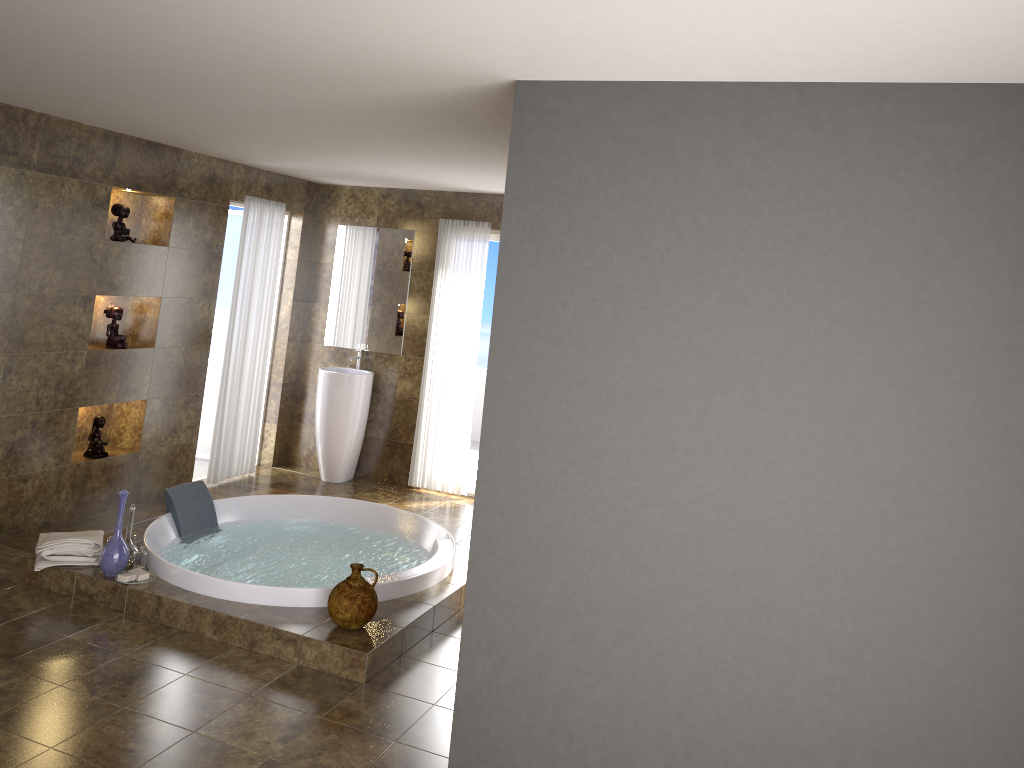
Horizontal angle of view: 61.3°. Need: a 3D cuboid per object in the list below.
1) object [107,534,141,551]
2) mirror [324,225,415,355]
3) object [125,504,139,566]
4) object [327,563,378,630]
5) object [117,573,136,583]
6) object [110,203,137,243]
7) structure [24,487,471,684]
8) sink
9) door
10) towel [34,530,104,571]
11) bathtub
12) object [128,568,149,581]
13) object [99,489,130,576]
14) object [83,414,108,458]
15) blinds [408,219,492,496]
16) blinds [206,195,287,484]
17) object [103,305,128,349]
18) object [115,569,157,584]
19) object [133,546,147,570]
[{"bbox_3d":[-2.092,0.873,4.651,0.170,0.076,0.169,6,4,2],"label":"object"},{"bbox_3d":[-1.255,-0.840,7.584,0.772,1.101,0.008,5,-6,21],"label":"mirror"},{"bbox_3d":[-1.997,0.783,4.505,0.131,0.311,0.127,3,-5,28],"label":"object"},{"bbox_3d":[-0.734,0.980,4.006,0.229,0.277,0.228,6,-1,-8],"label":"object"},{"bbox_3d":[-1.890,0.949,4.240,0.054,0.034,0.072,7,4,21],"label":"object"},{"bbox_3d":[-2.653,-1.100,5.907,0.153,0.269,0.120,4,-4,21],"label":"object"},{"bbox_3d":[-1.209,1.020,5.000,2.019,0.125,1.989,8,7,20],"label":"structure"},{"bbox_3d":[-1.435,0.234,7.258,0.461,1.146,0.428,3,-5,23],"label":"sink"},{"bbox_3d":[-2.621,-0.464,7.706,0.965,2.247,0.039,5,-6,11],"label":"door"},{"bbox_3d":[-2.308,0.851,4.516,0.318,0.151,0.341,4,5,-25],"label":"towel"},{"bbox_3d":[-1.210,1.012,5.000,1.731,0.526,1.768,1,7,-38],"label":"bathtub"},{"bbox_3d":[-1.859,0.949,4.303,0.102,0.032,0.060,9,5,36],"label":"object"},{"bbox_3d":[-1.988,0.745,4.363,0.137,0.424,0.133,3,-6,28],"label":"object"},{"bbox_3d":[-2.763,0.343,5.779,0.153,0.276,0.148,4,-4,21],"label":"object"},{"bbox_3d":[-0.509,-0.256,7.192,0.521,2.285,0.066,3,-7,20],"label":"blinds"},{"bbox_3d":[-2.124,-0.387,7.017,0.068,2.297,0.587,3,-6,20],"label":"blinds"},{"bbox_3d":[-2.692,-0.389,5.887,0.175,0.287,0.109,4,-5,21],"label":"object"},{"bbox_3d":[-1.867,0.965,4.292,0.190,0.018,0.189,7,6,9],"label":"object"},{"bbox_3d":[-1.911,0.895,4.446,0.057,0.116,0.057,7,-4,-17],"label":"object"}]
